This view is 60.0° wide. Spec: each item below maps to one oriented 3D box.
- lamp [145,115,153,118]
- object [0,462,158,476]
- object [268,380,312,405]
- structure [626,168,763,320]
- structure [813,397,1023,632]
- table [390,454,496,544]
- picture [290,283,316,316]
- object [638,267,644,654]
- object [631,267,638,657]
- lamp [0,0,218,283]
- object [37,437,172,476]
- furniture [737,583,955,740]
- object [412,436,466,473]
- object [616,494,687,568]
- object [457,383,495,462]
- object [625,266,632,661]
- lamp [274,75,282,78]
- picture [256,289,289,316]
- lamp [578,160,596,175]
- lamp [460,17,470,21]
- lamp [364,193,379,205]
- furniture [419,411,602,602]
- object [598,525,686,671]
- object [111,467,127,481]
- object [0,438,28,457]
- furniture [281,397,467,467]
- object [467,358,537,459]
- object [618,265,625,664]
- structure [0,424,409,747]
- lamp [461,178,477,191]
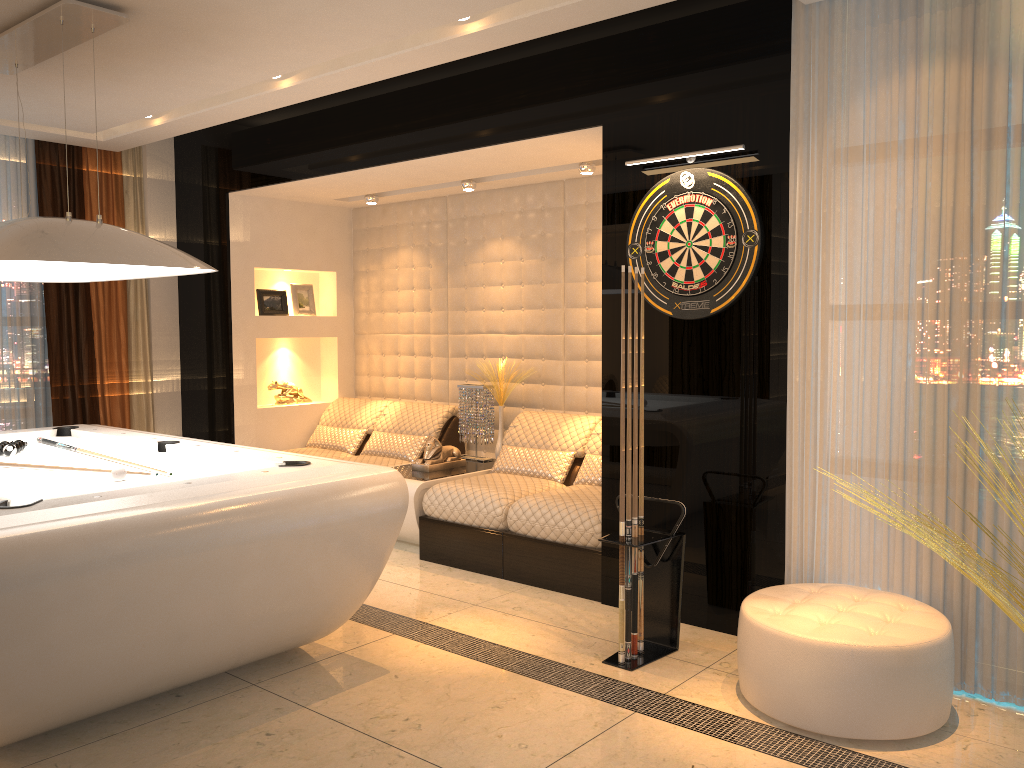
[{"bbox_3d":[-2.249,-1.701,5.440,0.107,0.127,0.107,1,4,21],"label":"lamp"},{"bbox_3d":[-2.175,0.348,3.826,1.605,0.026,0.028,1,4,20],"label":"object"},{"bbox_3d":[-1.733,0.068,6.941,0.124,0.202,0.409,3,5,43],"label":"object"},{"bbox_3d":[0.796,-0.622,3.950,0.669,0.669,0.048,3,5,40],"label":"structure"},{"bbox_3d":[1.642,0.642,2.288,1.275,1.142,1.282,0,4,-4],"label":"structure"},{"bbox_3d":[-0.429,0.770,5.823,0.608,0.457,1.143,3,5,40],"label":"table"},{"bbox_3d":[-1.637,-0.653,6.935,0.094,0.262,0.211,3,5,40],"label":"picture"},{"bbox_3d":[0.533,0.328,3.650,0.027,1.605,0.026,-1,4,-12],"label":"object"},{"bbox_3d":[0.502,0.330,3.613,0.027,1.605,0.026,-1,4,-12],"label":"object"},{"bbox_3d":[-2.036,-0.974,3.824,1.578,0.995,0.939,3,5,40],"label":"lamp"},{"bbox_3d":[-1.933,0.328,4.122,0.028,0.026,1.605,-4,5,-45],"label":"object"},{"bbox_3d":[1.198,0.977,3.223,0.735,0.357,0.735,3,5,42],"label":"furniture"},{"bbox_3d":[-0.474,0.438,5.759,0.155,0.217,0.344,3,5,40],"label":"object"},{"bbox_3d":[0.582,0.624,3.727,0.330,0.297,0.032,3,5,40],"label":"object"},{"bbox_3d":[-0.248,0.261,6.113,0.247,0.522,0.124,3,5,40],"label":"object"},{"bbox_3d":[0.472,0.331,3.577,0.027,1.605,0.026,-1,4,-12],"label":"object"},{"bbox_3d":[-1.233,-1.650,4.587,0.107,0.127,0.107,1,4,21],"label":"lamp"},{"bbox_3d":[-1.821,-0.612,6.722,0.090,0.209,0.264,3,5,40],"label":"picture"},{"bbox_3d":[0.444,-1.305,5.257,0.107,0.127,0.107,1,4,21],"label":"lamp"},{"bbox_3d":[-0.215,-1.600,3.732,0.107,0.127,0.107,1,4,21],"label":"lamp"},{"bbox_3d":[-1.029,-1.378,6.495,0.107,0.127,0.107,1,4,21],"label":"lamp"},{"bbox_3d":[0.304,0.628,5.202,1.312,0.810,1.107,3,5,40],"label":"furniture"},{"bbox_3d":[0.523,0.876,3.670,0.261,0.508,0.325,3,5,40],"label":"object"},{"bbox_3d":[-1.544,0.353,3.483,0.057,0.057,0.057,0,4,10],"label":"object"},{"bbox_3d":[-2.447,0.305,4.291,0.299,0.057,0.265,1,4,15],"label":"object"},{"bbox_3d":[-1.156,0.555,6.428,1.312,0.810,1.107,3,5,40],"label":"furniture"},{"bbox_3d":[-0.062,0.182,5.884,0.390,0.718,0.388,2,4,31],"label":"object"},{"bbox_3d":[0.441,0.334,3.540,0.027,1.605,0.026,-1,4,-12],"label":"object"},{"bbox_3d":[-2.037,0.716,3.917,2.912,0.812,1.659,3,5,40],"label":"structure"},{"bbox_3d":[-0.288,-1.342,5.872,0.107,0.127,0.107,1,4,21],"label":"lamp"}]
